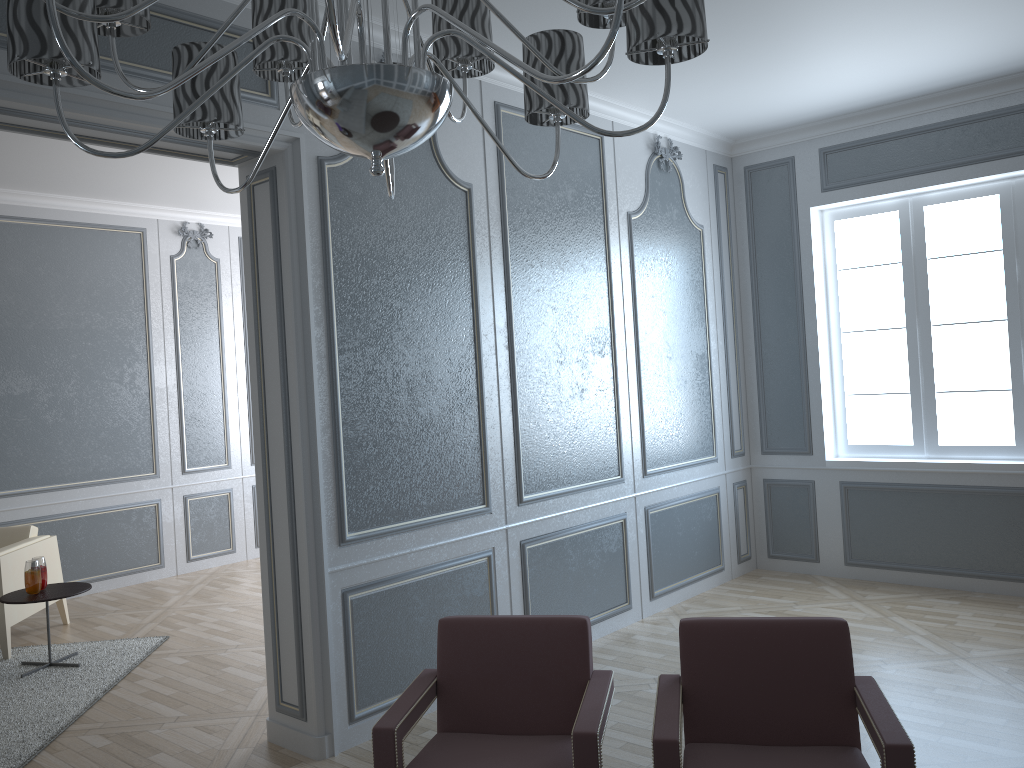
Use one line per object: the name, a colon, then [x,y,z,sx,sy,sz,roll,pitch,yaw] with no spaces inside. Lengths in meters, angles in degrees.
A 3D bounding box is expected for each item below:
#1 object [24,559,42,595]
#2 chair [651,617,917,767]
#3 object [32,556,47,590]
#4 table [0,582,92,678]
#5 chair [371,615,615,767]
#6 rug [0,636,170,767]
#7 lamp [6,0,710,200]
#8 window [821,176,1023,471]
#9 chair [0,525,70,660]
object: [-2.398,0.967,4.436,0.075,0.165,0.075,-4,0,31]
chair: [0.647,0.954,2.169,0.576,0.620,0.606,-3,0,11]
object: [-2.413,0.967,4.522,0.075,0.165,0.075,-3,0,1]
table: [-2.335,1.238,4.468,0.414,0.385,0.414,-3,0,-1]
chair: [-0.033,0.993,2.337,0.576,0.620,0.606,-3,0,11]
rug: [-2.833,1.460,3.843,2.000,0.010,2.000,-3,0,-4]
lamp: [-0.231,-0.858,1.283,0.976,1.120,0.977,-3,0,30]
window: [2.577,-0.326,5.002,1.599,1.582,0.349,-3,0,41]
chair: [-3.089,1.161,4.960,0.855,0.621,0.737,-3,0,-4]
